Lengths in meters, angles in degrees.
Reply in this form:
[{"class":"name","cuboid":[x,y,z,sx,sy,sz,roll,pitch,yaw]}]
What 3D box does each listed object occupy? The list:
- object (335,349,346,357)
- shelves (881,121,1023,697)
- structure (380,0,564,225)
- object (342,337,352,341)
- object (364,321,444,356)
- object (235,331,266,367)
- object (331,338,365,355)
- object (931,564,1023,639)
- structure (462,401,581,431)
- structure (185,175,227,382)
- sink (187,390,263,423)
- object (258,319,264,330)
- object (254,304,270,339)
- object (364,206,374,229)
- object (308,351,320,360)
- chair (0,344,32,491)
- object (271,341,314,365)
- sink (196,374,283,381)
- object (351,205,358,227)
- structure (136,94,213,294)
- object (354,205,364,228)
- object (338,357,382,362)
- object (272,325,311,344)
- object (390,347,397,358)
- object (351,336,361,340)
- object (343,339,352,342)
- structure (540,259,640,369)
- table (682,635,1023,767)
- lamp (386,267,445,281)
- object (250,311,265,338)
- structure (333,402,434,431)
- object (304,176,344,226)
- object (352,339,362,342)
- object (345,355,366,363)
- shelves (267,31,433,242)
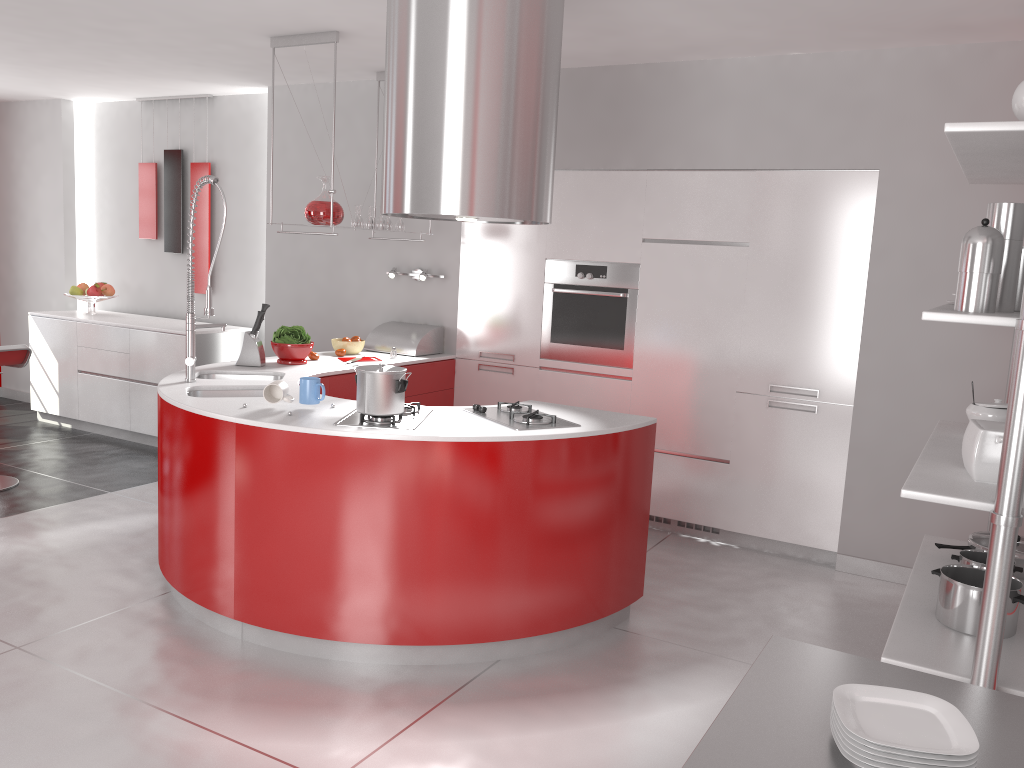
[{"class":"object","cuboid":[-1.015,-0.185,5.251,0.063,0.047,0.065,8,9,28]},{"class":"shelves","cuboid":[1.730,-0.114,2.999,0.535,2.599,1.735,8,9,29]},{"class":"structure","cuboid":[-0.148,-1.091,3.294,0.644,0.958,0.644,2,8,-5]},{"class":"object","cuboid":[-1.005,-0.258,5.407,0.062,0.052,0.065,5,9,13]},{"class":"object","cuboid":[-0.685,-0.291,5.622,0.400,0.170,0.300,8,9,29]},{"class":"object","cuboid":[-1.370,-0.187,4.647,0.137,0.178,0.091,3,8,2]},{"class":"object","cuboid":[-0.997,-0.225,5.395,0.201,0.086,0.201,8,10,30]},{"class":"object","cuboid":[1.519,0.706,2.891,0.259,0.161,0.240,5,8,12]},{"class":"structure","cuboid":[0.032,0.119,3.567,0.303,0.037,0.457,-2,10,-31]},{"class":"structure","cuboid":[-1.375,-0.464,3.983,0.178,0.920,0.308,0,9,-17]},{"class":"sink","cuboid":[-1.198,0.136,3.864,0.428,0.172,0.326,0,9,-22]},{"class":"object","cuboid":[-1.348,-0.252,4.663,0.091,0.197,0.009,3,8,0]},{"class":"object","cuboid":[-1.339,-0.261,4.634,0.150,0.322,0.014,3,8,0]},{"class":"object","cuboid":[-0.851,-0.991,5.300,0.060,0.141,0.060,8,9,29]},{"class":"object","cuboid":[-1.122,-0.160,5.019,0.063,0.048,0.064,4,8,7]},{"class":"chair","cuboid":[-3.138,0.185,5.217,0.460,0.857,0.418,7,9,24]},{"class":"object","cuboid":[-1.197,-0.171,4.830,0.228,0.118,0.229,3,8,0]},{"class":"sink","cuboid":[-1.328,0.061,4.327,0.428,0.172,0.326,2,8,-10]},{"class":"object","cuboid":[-0.935,-0.998,5.318,0.060,0.141,0.060,4,8,6]},{"class":"structure","cuboid":[-2.662,-1.486,6.978,0.820,1.503,0.040,8,9,29]},{"class":"object","cuboid":[-0.899,-0.981,5.213,0.060,0.141,0.060,8,9,29]},{"class":"object","cuboid":[-0.882,-0.142,5.137,0.266,0.006,0.168,-3,10,-34]},{"class":"object","cuboid":[-1.199,-0.223,4.813,0.193,0.182,0.198,9,10,34]},{"class":"object","cuboid":[-0.708,-0.187,5.297,0.042,0.066,0.043,10,11,42]},{"class":"object","cuboid":[-0.961,-0.266,5.449,0.066,0.058,0.055,5,9,14]},{"class":"object","cuboid":[-0.994,-0.248,5.344,0.062,0.049,0.066,9,10,36]},{"class":"structure","cuboid":[0.437,-0.411,5.145,0.599,0.589,0.050,8,9,29]},{"class":"table","cuboid":[0.505,1.044,1.255,0.749,0.682,1.627,8,10,30]},{"class":"lamp","cuboid":[-0.636,-0.695,5.647,0.454,0.081,0.155,8,9,29]},{"class":"object","cuboid":[-1.350,-0.242,4.610,0.130,0.279,0.012,3,8,0]},{"class":"structure","cuboid":[-0.485,0.110,3.434,0.303,0.037,0.457,4,8,4]},{"class":"object","cuboid":[-1.025,-0.998,4.850,0.213,0.266,0.213,-2,10,-33]},{"class":"object","cuboid":[-0.946,-0.252,5.390,0.062,0.049,0.066,7,9,26]},{"class":"object","cuboid":[-0.893,-0.142,5.080,0.041,0.008,0.375,4,8,6]},{"class":"shelves","cuboid":[-0.882,-1.353,5.062,0.462,1.023,0.934,8,9,29]}]
